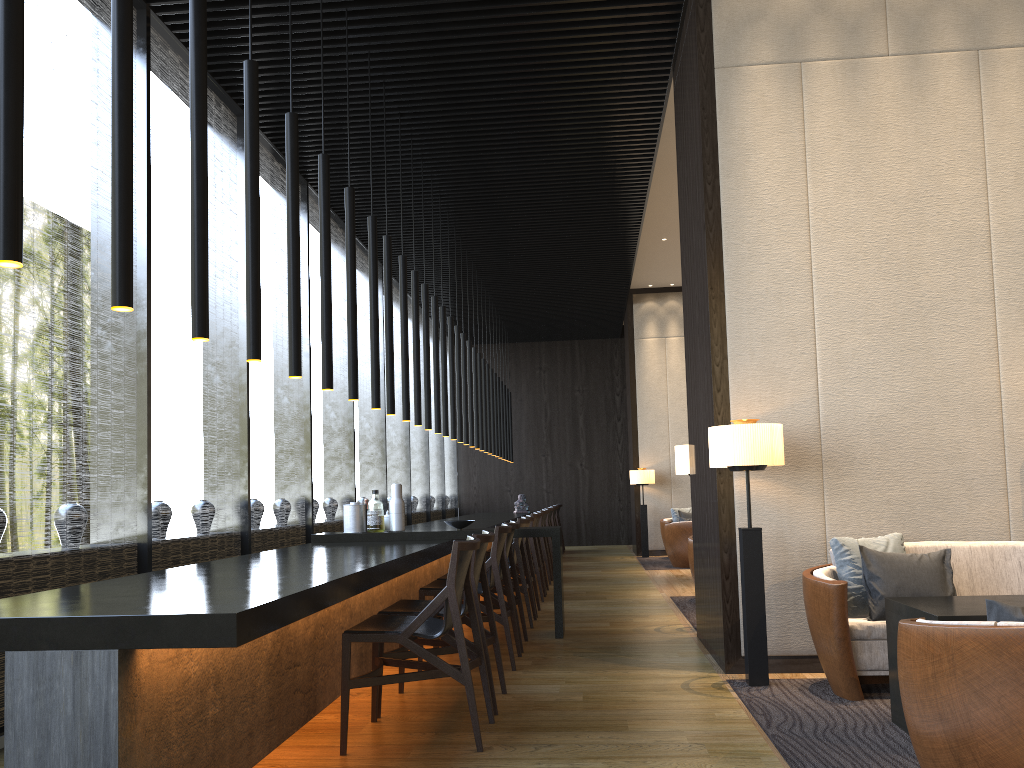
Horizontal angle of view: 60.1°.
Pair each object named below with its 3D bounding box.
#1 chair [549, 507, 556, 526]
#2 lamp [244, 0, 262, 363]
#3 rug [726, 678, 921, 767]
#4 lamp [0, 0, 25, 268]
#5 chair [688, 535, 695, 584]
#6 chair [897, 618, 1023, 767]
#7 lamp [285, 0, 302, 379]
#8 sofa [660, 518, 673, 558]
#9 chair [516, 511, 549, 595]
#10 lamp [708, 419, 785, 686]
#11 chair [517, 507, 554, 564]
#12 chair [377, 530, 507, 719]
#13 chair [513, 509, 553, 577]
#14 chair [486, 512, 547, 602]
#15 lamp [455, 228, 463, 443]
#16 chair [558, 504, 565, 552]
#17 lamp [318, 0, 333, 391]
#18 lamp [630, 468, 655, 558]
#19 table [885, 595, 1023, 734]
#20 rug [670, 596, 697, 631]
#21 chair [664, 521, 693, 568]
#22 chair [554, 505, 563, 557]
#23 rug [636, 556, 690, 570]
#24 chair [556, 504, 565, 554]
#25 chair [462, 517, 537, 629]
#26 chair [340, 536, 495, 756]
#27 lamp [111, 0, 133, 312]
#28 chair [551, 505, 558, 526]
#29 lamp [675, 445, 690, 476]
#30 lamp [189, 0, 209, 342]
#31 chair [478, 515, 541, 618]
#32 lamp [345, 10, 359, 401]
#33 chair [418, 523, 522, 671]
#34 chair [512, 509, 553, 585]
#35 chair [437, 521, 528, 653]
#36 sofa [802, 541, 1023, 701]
[{"bbox_3d":[0.352,2.115,12.227,0.563,0.823,0.528,-2,-5,5],"label":"chair"},{"bbox_3d":[-1.094,-1.294,3.714,0.060,2.410,0.060,-2,-4,0],"label":"lamp"},{"bbox_3d":[2.040,1.368,3.435,2.041,0.008,2.253,-2,-7,5],"label":"rug"},{"bbox_3d":[-1.228,-1.484,2.176,0.060,2.410,0.060,-2,-4,0],"label":"lamp"},{"bbox_3d":[2.010,1.654,8.074,0.804,0.601,0.609,-2,-6,5],"label":"chair"},{"bbox_3d":[1.626,0.985,2.662,0.804,0.601,0.609,-2,-6,5],"label":"chair"},{"bbox_3d":[-1.050,-1.231,4.224,0.060,2.410,0.060,-2,-4,0],"label":"lamp"},{"bbox_3d":[2.927,2.215,13.112,1.449,0.690,0.605,-2,-5,5],"label":"sofa"},{"bbox_3d":[0.075,1.723,9.043,0.563,0.823,0.528,-2,-5,5],"label":"chair"},{"bbox_3d":[1.228,0.859,4.550,0.375,1.345,0.376,-1,-4,-5],"label":"lamp"},{"bbox_3d":[0.302,2.044,11.655,0.563,0.823,0.528,-2,-5,5],"label":"chair"},{"bbox_3d":[-0.336,1.140,4.306,0.563,0.823,0.528,-2,-5,5],"label":"chair"},{"bbox_3d":[0.212,1.917,10.622,0.563,0.823,0.528,-2,-5,5],"label":"chair"},{"bbox_3d":[0.026,1.653,8.471,0.563,0.823,0.528,-2,-5,5],"label":"chair"},{"bbox_3d":[-0.586,-0.574,9.560,0.060,2.410,0.060,-2,-4,0],"label":"lamp"},{"bbox_3d":[0.630,2.510,15.437,0.563,0.823,0.528,-2,-5,5],"label":"chair"},{"bbox_3d":[-1.005,-1.168,4.735,0.060,2.410,0.060,-2,-4,0],"label":"lamp"},{"bbox_3d":[2.000,1.954,13.441,0.375,1.345,0.375,-4,-5,34],"label":"lamp"},{"bbox_3d":[2.079,1.105,3.404,1.042,0.515,0.578,-2,-6,5],"label":"table"},{"bbox_3d":[2.361,1.824,7.138,1.958,0.008,2.253,-2,-7,5],"label":"rug"},{"bbox_3d":[2.388,2.065,11.436,0.804,0.601,0.609,-2,-6,5],"label":"chair"},{"bbox_3d":[0.491,2.312,13.832,0.563,0.823,0.528,-2,-5,5],"label":"chair"},{"bbox_3d":[2.805,2.454,12.252,2.041,0.008,2.253,-2,-7,5],"label":"rug"},{"bbox_3d":[0.581,2.440,14.866,0.563,0.823,0.528,-2,-5,5],"label":"chair"},{"bbox_3d":[-0.111,1.458,6.892,0.563,0.823,0.528,-2,-5,5],"label":"chair"},{"bbox_3d":[-0.386,1.069,3.734,0.563,0.823,0.528,-2,-5,5],"label":"chair"},{"bbox_3d":[-1.183,-1.421,2.687,0.060,2.410,0.060,-2,-4,0],"label":"lamp"},{"bbox_3d":[0.441,2.242,13.261,0.563,0.823,0.528,-2,-5,5],"label":"chair"},{"bbox_3d":[1.384,1.081,6.348,0.375,1.345,0.375,-4,-5,34],"label":"lamp"},{"bbox_3d":[-1.138,-1.356,3.209,0.060,2.410,0.060,-2,-4,0],"label":"lamp"},{"bbox_3d":[-0.062,1.528,7.464,0.563,0.823,0.528,-2,-5,5],"label":"chair"},{"bbox_3d":[-0.961,-1.105,5.248,0.060,2.410,0.060,-2,-4,0],"label":"lamp"},{"bbox_3d":[-0.249,1.264,5.313,0.563,0.823,0.528,-2,-5,5],"label":"chair"},{"bbox_3d":[0.163,1.847,10.050,0.563,0.823,0.528,-2,-5,5],"label":"chair"},{"bbox_3d":[-0.199,1.334,5.885,0.563,0.823,0.528,-2,-5,5],"label":"chair"},{"bbox_3d":[2.165,1.135,4.339,1.449,0.690,0.605,-2,-5,5],"label":"sofa"}]
